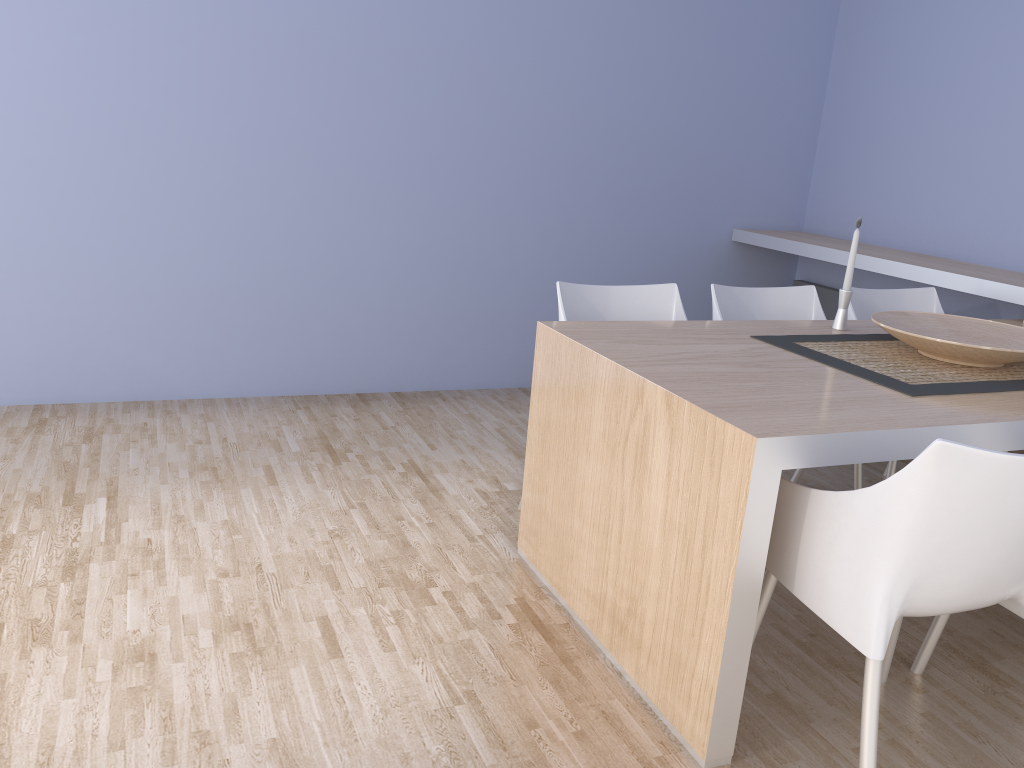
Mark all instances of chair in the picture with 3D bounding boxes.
[{"bbox_3d":[0.373,0.100,2.801,0.510,0.793,0.486,-2,17,-22],"label":"chair"},{"bbox_3d":[1.354,0.399,2.015,0.510,0.793,0.486,-2,17,-22],"label":"chair"},{"bbox_3d":[0.903,0.083,3.021,0.510,0.793,0.486,-2,17,-22],"label":"chair"},{"bbox_3d":[0.804,0.417,1.787,0.510,0.793,0.486,-2,17,-23],"label":"chair"},{"bbox_3d":[1.434,0.065,3.241,0.510,0.793,0.486,-2,17,-22],"label":"chair"}]

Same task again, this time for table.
[{"bbox_3d":[1.312,0.270,2.606,2.340,0.718,1.002,-2,17,-22],"label":"table"}]

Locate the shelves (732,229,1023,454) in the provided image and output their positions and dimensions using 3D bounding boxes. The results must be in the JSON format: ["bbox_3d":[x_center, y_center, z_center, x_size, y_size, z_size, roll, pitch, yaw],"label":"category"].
[{"bbox_3d":[2.083,0.107,3.190,0.463,0.840,3.901,-2,17,-22],"label":"shelves"}]

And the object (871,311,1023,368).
[{"bbox_3d":[1.249,-0.113,2.454,0.493,0.081,0.493,3,16,-5],"label":"object"}]

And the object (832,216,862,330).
[{"bbox_3d":[1.034,-0.340,2.717,0.045,0.349,0.045,10,16,18],"label":"object"}]

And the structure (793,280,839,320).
[{"bbox_3d":[2.268,0.202,3.223,0.064,0.503,3.843,-2,17,-22],"label":"structure"}]

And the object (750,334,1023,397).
[{"bbox_3d":[1.245,-0.071,2.462,0.986,0.005,0.594,-2,17,-23],"label":"object"}]
